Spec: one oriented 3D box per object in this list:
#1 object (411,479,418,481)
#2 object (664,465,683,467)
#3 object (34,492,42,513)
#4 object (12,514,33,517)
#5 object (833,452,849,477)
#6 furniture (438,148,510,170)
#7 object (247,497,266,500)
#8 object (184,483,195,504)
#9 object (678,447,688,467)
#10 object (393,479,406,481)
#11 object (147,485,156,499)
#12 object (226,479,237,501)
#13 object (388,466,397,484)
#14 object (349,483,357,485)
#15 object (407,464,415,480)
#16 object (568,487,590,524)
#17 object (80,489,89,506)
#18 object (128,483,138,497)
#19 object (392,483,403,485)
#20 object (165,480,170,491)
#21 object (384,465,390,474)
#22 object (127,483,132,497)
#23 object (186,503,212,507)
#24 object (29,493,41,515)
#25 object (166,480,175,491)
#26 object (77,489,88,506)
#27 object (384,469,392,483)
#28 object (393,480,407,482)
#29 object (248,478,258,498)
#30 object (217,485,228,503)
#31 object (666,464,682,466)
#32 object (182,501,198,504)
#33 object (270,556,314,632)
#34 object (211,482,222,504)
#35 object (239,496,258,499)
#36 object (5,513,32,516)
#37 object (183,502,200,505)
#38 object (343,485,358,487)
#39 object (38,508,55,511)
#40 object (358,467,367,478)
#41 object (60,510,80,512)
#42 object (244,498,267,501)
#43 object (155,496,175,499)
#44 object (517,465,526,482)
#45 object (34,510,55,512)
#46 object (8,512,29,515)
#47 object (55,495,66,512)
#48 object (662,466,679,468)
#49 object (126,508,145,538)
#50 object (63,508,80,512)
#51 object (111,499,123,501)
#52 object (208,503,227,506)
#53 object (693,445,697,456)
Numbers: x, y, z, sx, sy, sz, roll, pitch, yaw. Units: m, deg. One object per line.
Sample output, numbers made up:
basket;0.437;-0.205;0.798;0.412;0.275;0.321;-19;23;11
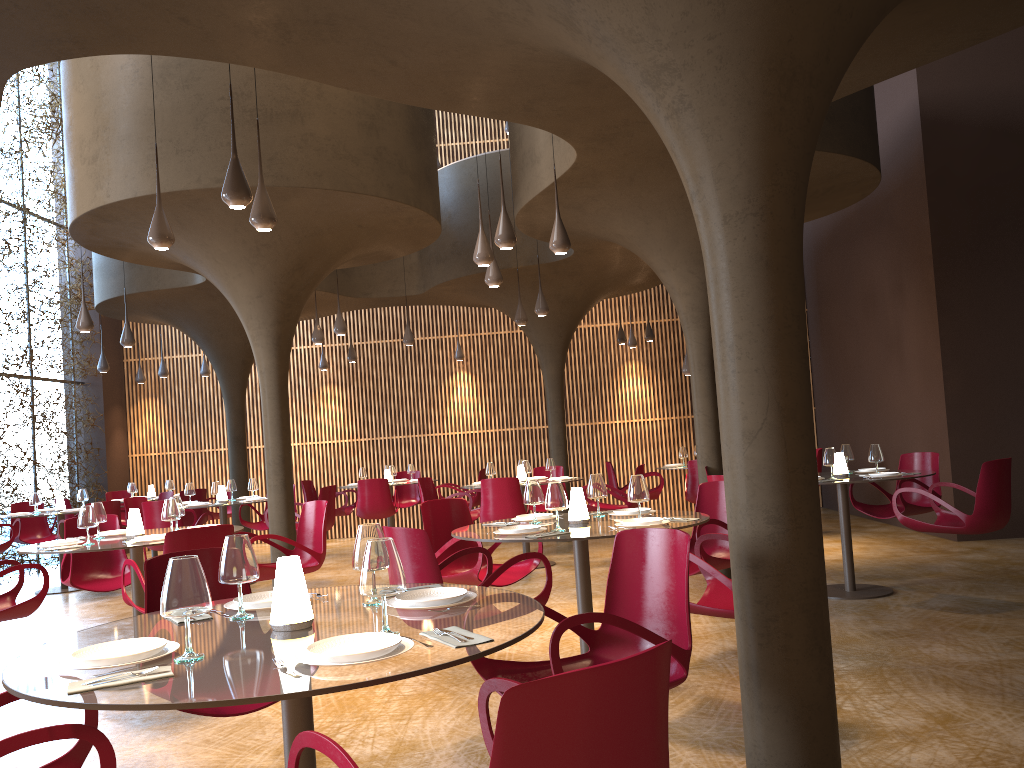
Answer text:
object;-1.567;1.606;14.820;0.263;0.029;0.263;-3;-4;-19
object;2.497;1.262;13.668;0.332;0.014;0.332;-6;-4;31
object;-6.922;1.727;12.918;0.142;0.295;0.142;-5;-2;14
object;-6.709;1.809;12.167;0.262;0.017;0.126;-1;-5;-42
object;3.206;0.785;8.660;0.144;0.232;0.142;-2;-3;-40
furniture;-0.550;-2.806;13.630;2.535;1.046;0.900;-7;-4;44
object;-3.467;1.558;12.016;0.263;0.029;0.263;-6;-4;26
object;-4.382;1.496;12.059;0.142;0.295;0.142;-6;-3;41
object;2.602;1.104;13.470;0.142;0.295;0.142;-2;-3;-39
object;-1.957;1.669;15.379;0.263;0.029;0.263;-5;-4;13
object;-6.280;1.875;15.440;0.144;0.232;0.142;-3;-3;-22
object;-3.956;1.496;12.509;0.142;0.295;0.142;-4;-2;-10
object;-1.957;1.484;14.472;0.142;0.295;0.142;-4;-2;-5
object;-2.609;1.682;14.882;0.263;0.029;0.263;-7;-5;38
object;-1.707;1.501;15.016;0.142;0.295;0.142;-2;-3;-44
object;0.431;0.794;5.804;0.142;0.232;0.145;-2;-3;-37
object;-6.329;1.697;13.096;0.142;0.295;0.142;-6;-3;42
object;-6.435;1.830;15.051;0.142;0.295;0.142;-4;-2;2
object;-1.830;1.606;14.259;0.126;0.017;0.262;-4;-4;8
object;-6.089;1.850;15.740;0.142;0.295;0.142;-5;-3;20
object;-2.133;1.544;15.221;0.142;0.295;0.142;-4;-2;2
object;-6.682;1.880;15.563;0.142;0.295;0.142;-4;-2;3
object;-4.105;1.586;11.619;0.332;0.014;0.332;-4;-4;-5
object;-6.676;1.677;12.407;0.142;0.295;0.142;-4;-2;2
object;-5.895;1.809;15.308;0.142;0.295;0.142;-2;-3;-38
object;-6.135;1.656;12.664;0.142;0.295;0.142;-5;-3;18
object;-2.087;1.549;14.867;0.142;0.232;0.145;-3;-3;-12
object;-1.956;1.679;15.378;0.332;0.014;0.332;-4;-4;0
object;-3.572;1.452;12.233;0.142;0.295;0.142;-3;-3;-23
object;-3.972;1.505;12.152;0.142;0.232;0.145;-2;-3;-42
object;2.497;1.252;13.669;0.263;0.029;0.263;-5;-4;15
object;-4.483;1.644;12.259;0.263;0.029;0.263;-4;-4;3
object;-0.736;0.691;2.942;0.144;0.232;0.142;-5;-3;21
object;-3.912;1.444;11.740;0.142;0.295;0.142;-4;-2;-6
object;-3.754;1.618;12.635;0.263;0.029;0.263;-4;-4;4
object;-6.899;1.830;12.402;0.331;0.014;0.332;-3;-4;-16
object;-4.482;1.653;12.259;0.332;0.014;0.332;-6;-4;29
object;-2.675;1.685;14.586;0.262;0.017;0.126;-5;-4;9
object;-6.906;1.868;13.146;0.263;0.029;0.263;-7;-5;40
object;-2.474;1.534;14.704;0.142;0.295;0.142;-3;-3;-26
object;-6.149;1.779;12.427;0.332;0.014;0.332;-5;-4;11
object;-3.467;1.568;12.016;0.332;0.014;0.332;-6;-4;33
object;-5.908;1.932;15.071;0.332;0.014;0.332;-5;-4;21
object;0.125;1.212;12.000;0.142;0.232;0.145;-3;-3;-22
object;-6.906;1.878;13.146;0.332;0.014;0.332;-4;-4;-5
object;-6.899;1.820;12.403;0.263;0.029;0.263;-2;-4;-26
object;-6.520;1.722;12.795;0.142;0.232;0.145;-2;-3;-32
object;2.386;1.259;13.387;0.262;0.017;0.126;-5;-4;18
object;-3.041;1.120;7.148;0.142;0.232;0.145;-4;-3;-5
object;-6.149;1.770;12.427;0.263;0.029;0.263;-1;-5;-37
object;-6.659;1.973;15.047;0.263;0.029;0.263;-3;-4;-10
object;-3.823;1.567;11.510;0.126;0.017;0.262;-5;-4;17
object;2.925;1.112;13.938;0.142;0.295;0.142;-3;-3;-15
